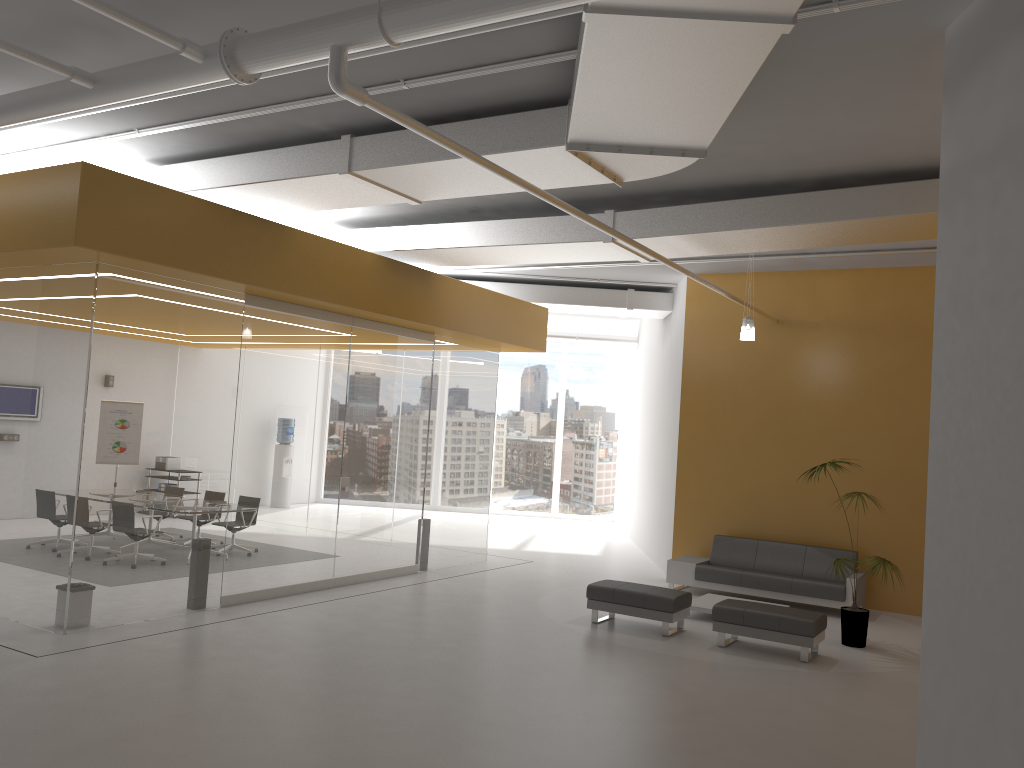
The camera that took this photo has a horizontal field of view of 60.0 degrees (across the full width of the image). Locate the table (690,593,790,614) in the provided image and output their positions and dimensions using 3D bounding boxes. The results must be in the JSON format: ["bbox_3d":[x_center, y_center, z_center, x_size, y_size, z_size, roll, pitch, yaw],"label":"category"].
[{"bbox_3d":[2.625,2.669,10.406,1.000,0.150,1.000,2,-3,31],"label":"table"}]

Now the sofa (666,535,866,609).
[{"bbox_3d":[3.307,2.470,11.634,2.400,0.761,0.860,2,-3,31],"label":"sofa"}]

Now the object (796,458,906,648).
[{"bbox_3d":[3.560,1.771,9.416,0.912,1.956,1.222,5,-3,-18],"label":"object"}]

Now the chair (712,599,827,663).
[{"bbox_3d":[2.566,2.448,8.863,1.012,0.423,0.575,2,-3,31],"label":"chair"}]

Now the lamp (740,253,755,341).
[{"bbox_3d":[2.838,-1.134,10.578,0.174,1.227,0.174,5,-3,-18],"label":"lamp"}]

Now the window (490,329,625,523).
[{"bbox_3d":[-0.269,0.861,21.194,8.533,4.498,0.100,4,-3,1],"label":"window"}]

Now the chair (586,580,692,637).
[{"bbox_3d":[1.370,2.409,9.605,1.012,0.423,0.575,2,-3,31],"label":"chair"}]
